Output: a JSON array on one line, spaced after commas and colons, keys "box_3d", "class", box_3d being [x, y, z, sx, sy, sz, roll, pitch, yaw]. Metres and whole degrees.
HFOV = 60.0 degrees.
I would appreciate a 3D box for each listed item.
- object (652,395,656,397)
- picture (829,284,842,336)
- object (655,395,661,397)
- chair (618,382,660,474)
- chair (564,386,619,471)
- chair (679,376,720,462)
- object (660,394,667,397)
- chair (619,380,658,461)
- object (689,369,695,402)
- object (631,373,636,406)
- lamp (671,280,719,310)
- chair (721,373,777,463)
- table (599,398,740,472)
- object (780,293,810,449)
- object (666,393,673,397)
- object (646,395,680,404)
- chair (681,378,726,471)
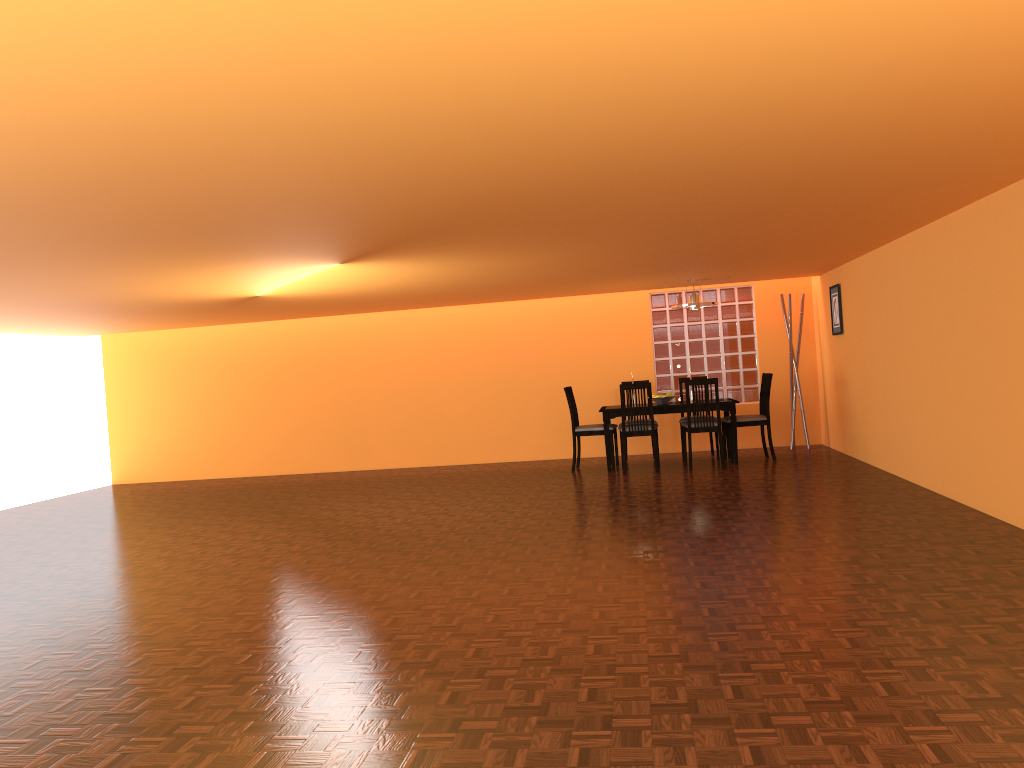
[{"box_3d": [1.327, 0.125, 8.354, 0.055, 0.046, 0.046, -4, 1, -9], "class": "object"}, {"box_3d": [2.973, -0.678, 8.142, 0.014, 0.456, 0.361, -4, 1, 8], "class": "picture"}, {"box_3d": [1.396, 0.139, 8.418, 0.087, 0.076, 0.089, -4, 1, 14], "class": "object"}, {"box_3d": [1.147, 0.392, 8.058, 0.373, 0.809, 0.465, -4, 1, 8], "class": "chair"}, {"box_3d": [0.763, 0.414, 8.496, 0.465, 0.809, 0.373, -4, 1, 13], "class": "chair"}, {"box_3d": [1.822, 0.336, 8.737, 0.373, 0.809, 0.465, -4, 1, 8], "class": "chair"}, {"box_3d": [1.430, 0.131, 8.325, 0.066, 0.070, 0.055, -4, 1, -11], "class": "object"}, {"box_3d": [1.253, 0.376, 8.816, 0.373, 0.809, 0.465, -4, 1, 8], "class": "chair"}, {"box_3d": [1.688, 0.007, 8.347, 0.044, 0.326, 0.044, -4, 1, -3], "class": "object"}, {"box_3d": [1.141, 0.046, 8.338, 0.044, 0.326, 0.044, -4, 1, -3], "class": "object"}, {"box_3d": [1.706, -0.834, 8.310, 0.435, 0.274, 0.435, -4, 1, 30], "class": "lamp"}, {"box_3d": [2.207, 0.314, 8.286, 0.465, 0.809, 0.373, -4, 1, 3], "class": "chair"}, {"box_3d": [1.482, 0.478, 8.370, 1.259, 0.584, 0.697, -4, 1, 8], "class": "table"}, {"box_3d": [2.875, -0.129, 8.989, 0.226, 1.589, 0.308, -4, 1, 30], "class": "object"}, {"box_3d": [1.490, 0.113, 8.376, 0.069, 0.066, 0.069, -4, 1, 18], "class": "object"}, {"box_3d": [1.420, 0.153, 8.384, 0.337, 0.072, 0.337, -4, 1, -26], "class": "object"}, {"box_3d": [1.717, 0.353, 7.978, 0.373, 0.809, 0.465, -4, 1, 8], "class": "chair"}]
